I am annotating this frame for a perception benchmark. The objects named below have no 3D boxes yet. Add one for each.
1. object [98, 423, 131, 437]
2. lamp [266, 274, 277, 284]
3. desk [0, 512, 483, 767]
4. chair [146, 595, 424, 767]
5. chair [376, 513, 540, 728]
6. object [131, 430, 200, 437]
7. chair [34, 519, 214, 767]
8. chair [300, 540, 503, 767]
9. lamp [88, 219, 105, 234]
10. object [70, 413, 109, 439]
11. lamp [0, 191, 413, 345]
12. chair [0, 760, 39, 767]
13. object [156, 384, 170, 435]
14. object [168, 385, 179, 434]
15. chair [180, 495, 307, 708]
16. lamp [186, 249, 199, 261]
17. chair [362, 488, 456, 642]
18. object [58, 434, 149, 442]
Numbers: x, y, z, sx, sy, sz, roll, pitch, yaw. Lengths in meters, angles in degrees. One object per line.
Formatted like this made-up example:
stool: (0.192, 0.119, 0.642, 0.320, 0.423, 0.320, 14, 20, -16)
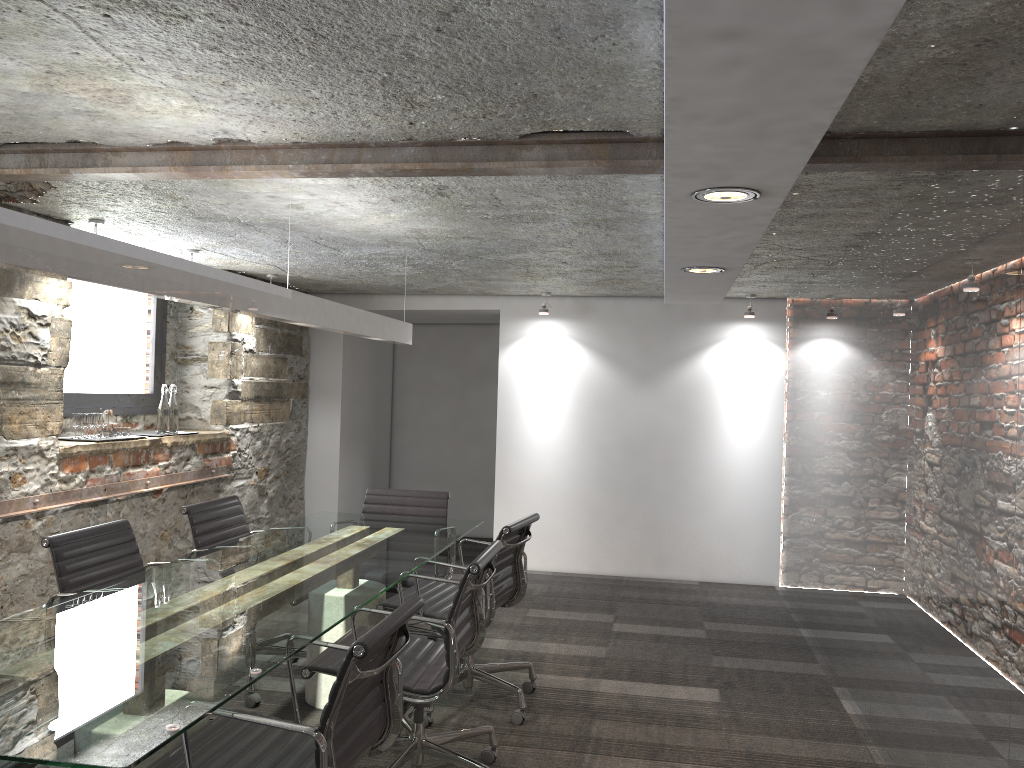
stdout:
object: (-2.208, 0.253, 4.902, 0.111, 0.072, 0.191, 2, 0, 17)
lamp: (-1.666, -0.672, 6.102, 0.077, 0.165, 0.098, 1, -1, 43)
desk: (-0.874, 1.042, 3.194, 0.909, 0.711, 3.154, 2, 0, 10)
chair: (-0.577, 0.979, 2.219, 0.667, 0.837, 0.693, 2, 0, 1)
chair: (-0.230, 1.004, 3.972, 0.667, 0.837, 0.693, 2, 0, 8)
object: (-2.140, 0.298, 5.347, 0.310, 0.007, 0.457, 2, 0, 10)
chair: (-1.337, 0.965, 3.288, 0.667, 0.837, 0.693, 2, 0, 0)
chair: (-0.371, 0.993, 3.137, 0.667, 0.837, 0.693, 2, 0, 0)
lamp: (-1.991, -0.697, 4.216, 0.077, 0.165, 0.098, 1, -1, 43)
object: (-2.236, 0.221, 4.689, 0.108, 0.131, 0.218, 2, 0, 8)
lamp: (-0.832, -0.493, 3.206, 0.073, 0.524, 3.159, 2, 0, 10)
chair: (-1.452, 0.954, 2.359, 0.667, 0.837, 0.693, 2, 0, -3)
object: (-2.079, 0.153, 5.297, 0.073, 0.300, 0.073, 2, 0, -22)
object: (-2.063, 0.154, 5.388, 0.073, 0.300, 0.073, 2, 0, -22)
chair: (-1.171, 0.977, 4.152, 0.667, 0.837, 0.693, 2, 0, 1)
lamp: (-1.843, -0.686, 5.075, 0.077, 0.165, 0.098, 1, -1, 43)
chair: (-0.636, 0.997, 4.613, 0.693, 0.837, 0.667, 2, 0, 2)
object: (-2.235, 0.291, 4.792, 0.310, 0.007, 0.457, 2, 0, 10)
